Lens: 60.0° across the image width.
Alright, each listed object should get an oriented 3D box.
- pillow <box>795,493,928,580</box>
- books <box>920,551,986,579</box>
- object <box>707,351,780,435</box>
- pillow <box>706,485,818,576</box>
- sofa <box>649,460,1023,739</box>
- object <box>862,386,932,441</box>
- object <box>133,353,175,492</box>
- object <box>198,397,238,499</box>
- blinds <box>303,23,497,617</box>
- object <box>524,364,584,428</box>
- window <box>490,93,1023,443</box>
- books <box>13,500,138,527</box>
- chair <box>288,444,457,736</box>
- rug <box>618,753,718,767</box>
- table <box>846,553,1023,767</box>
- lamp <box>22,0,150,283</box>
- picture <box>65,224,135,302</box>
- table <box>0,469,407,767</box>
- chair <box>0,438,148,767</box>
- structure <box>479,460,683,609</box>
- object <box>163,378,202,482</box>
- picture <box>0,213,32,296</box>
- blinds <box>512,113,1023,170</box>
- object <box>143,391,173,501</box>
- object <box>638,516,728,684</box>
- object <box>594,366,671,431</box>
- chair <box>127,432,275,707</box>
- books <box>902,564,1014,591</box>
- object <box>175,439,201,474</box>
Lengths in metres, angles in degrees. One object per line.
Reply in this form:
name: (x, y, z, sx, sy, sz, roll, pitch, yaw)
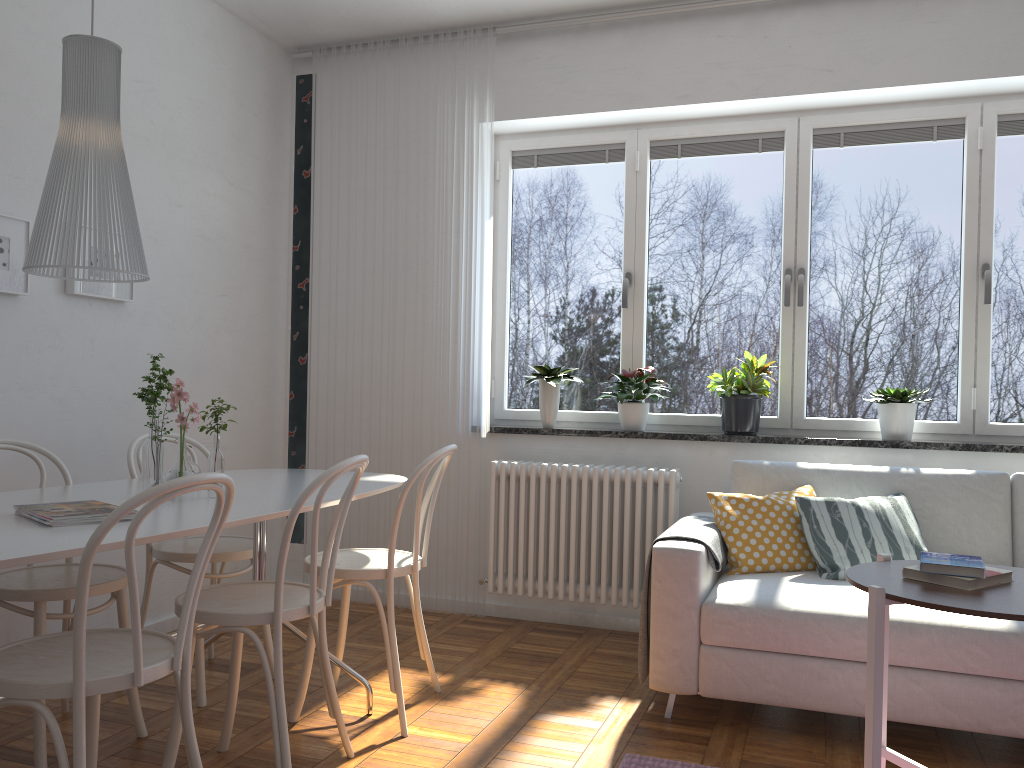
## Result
pillow: (1.313, 0.558, 3.279, 0.469, 0.289, 0.309, 1, 0, -9)
books: (1.051, 0.431, 2.122, 0.136, 0.024, 0.175, 1, -1, 25)
object: (1.035, 0.040, 4.065, 0.333, 0.384, 0.299, 1, 0, 35)
pillow: (1.003, 0.554, 3.406, 0.464, 0.318, 0.313, 1, 0, -13)
sofa: (1.777, 0.750, 3.041, 2.461, 0.843, 1.004, 1, 0, 20)
object: (1.674, 0.125, 3.859, 0.267, 0.237, 0.283, 1, 0, 1)
object: (-1.039, 0.119, 2.587, 0.107, 0.419, 0.110, 1, 0, 8)
object: (-0.863, 0.186, 2.604, 0.098, 0.294, 0.146, 1, 0, -37)
blinds: (-0.589, -0.315, 4.495, 1.037, 2.887, 0.055, 1, 0, 20)
object: (0.195, 0.058, 4.336, 0.292, 0.316, 0.354, 1, 0, 11)
window: (1.314, -0.516, 4.116, 3.020, 1.510, 0.151, 1, 0, 20)
books: (-1.059, 0.312, 2.149, 0.204, 0.022, 0.278, 2, -1, -44)
chair: (1.127, 0.481, 2.910, 3.694, 1.342, 0.448, 1, 0, 5)
rug: (1.112, 1.129, 1.185, 2.457, 0.008, 2.366, 1, -1, 20)
table: (1.105, 0.800, 2.081, 0.617, 0.687, 0.618, 1, 0, 18)
lamp: (-1.061, -1.024, 2.250, 0.293, 1.496, 0.293, 1, 0, -25)
picture: (-1.634, -0.478, 3.535, 0.047, 0.273, 0.312, 1, 0, 20)
table: (-1.060, 0.711, 2.476, 0.931, 0.770, 2.289, 1, -1, 20)
chair: (-1.418, 0.632, 2.713, 0.520, 0.917, 0.448, 1, 0, 20)
structure: (0.334, 0.683, 4.120, 0.972, 0.624, 0.224, 1, 0, 19)
object: (-1.029, 0.156, 2.769, 0.111, 0.349, 0.108, 1, 0, -11)
picture: (-1.806, -0.458, 3.053, 0.047, 0.273, 0.312, 1, 0, 20)
blinds: (1.340, -1.137, 4.146, 2.844, 0.098, 0.015, 1, 0, 20)
object: (-0.999, 0.174, 2.510, 0.084, 0.308, 0.084, 1, 0, -25)
object: (0.668, 0.795, 3.336, 0.288, 0.533, 0.608, 1, 0, 20)
object: (0.588, 0.070, 4.253, 0.380, 0.308, 0.371, 1, 0, -6)
chair: (-1.160, 0.646, 3.319, 0.520, 0.917, 0.448, 1, 0, 25)
books: (1.073, 0.457, 2.132, 0.209, 0.026, 0.162, 2, -1, -35)
object: (-1.075, 0.256, 2.918, 0.112, 0.151, 0.087, 1, 0, 42)
